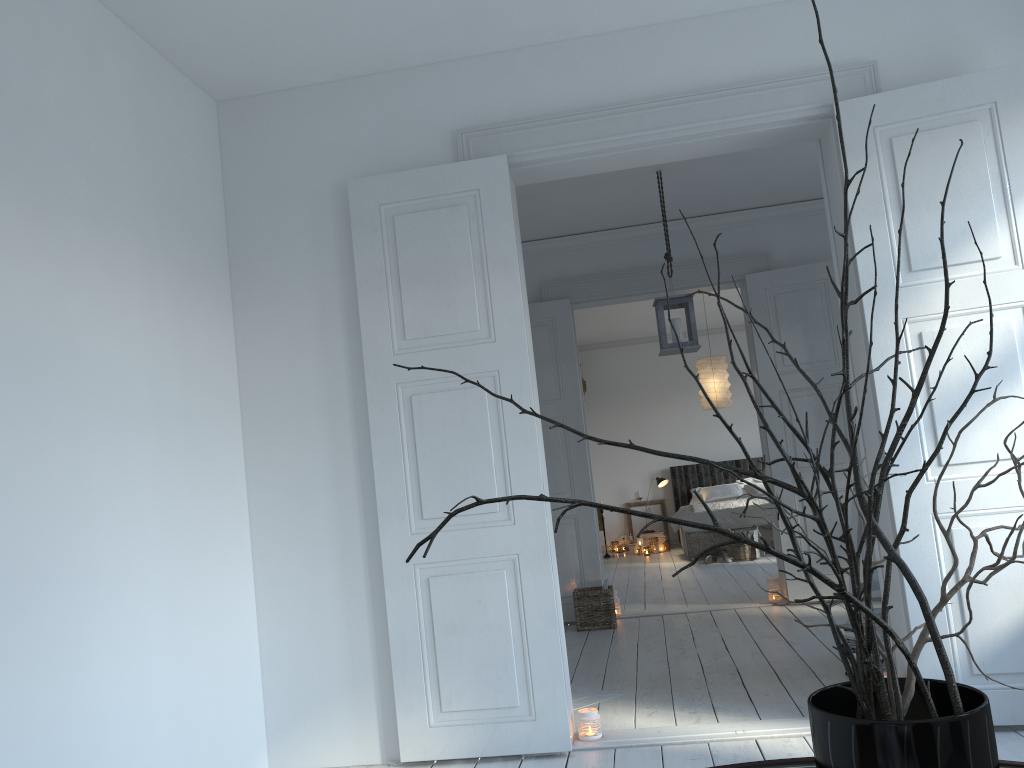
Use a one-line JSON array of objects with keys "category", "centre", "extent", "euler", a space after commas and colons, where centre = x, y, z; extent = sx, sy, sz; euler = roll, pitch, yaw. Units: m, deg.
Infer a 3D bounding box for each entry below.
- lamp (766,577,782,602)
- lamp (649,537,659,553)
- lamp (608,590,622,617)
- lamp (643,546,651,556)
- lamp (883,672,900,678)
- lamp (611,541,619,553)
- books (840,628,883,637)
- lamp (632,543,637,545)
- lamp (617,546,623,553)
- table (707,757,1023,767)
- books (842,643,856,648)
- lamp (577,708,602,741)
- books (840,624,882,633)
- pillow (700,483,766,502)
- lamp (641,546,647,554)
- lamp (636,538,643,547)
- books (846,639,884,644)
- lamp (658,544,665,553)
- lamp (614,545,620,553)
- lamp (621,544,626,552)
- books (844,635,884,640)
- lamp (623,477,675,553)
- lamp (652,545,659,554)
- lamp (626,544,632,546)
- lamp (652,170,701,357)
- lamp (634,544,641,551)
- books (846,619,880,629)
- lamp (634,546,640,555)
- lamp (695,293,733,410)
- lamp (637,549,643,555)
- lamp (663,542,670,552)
[{"category": "lamp", "centre": [1.869, 1.468, 6.324], "extent": [0.089, 0.166, 0.089], "euler": [-6, -6, 0]}, {"category": "lamp", "centre": [1.793, 2.028, 11.168], "extent": [0.121, 0.188, 0.117], "euler": [-1, -7, -39]}, {"category": "lamp", "centre": [0.744, 1.602, 6.470], "extent": [0.093, 0.179, 0.093], "euler": [-5, -6, -9]}, {"category": "lamp", "centre": [1.654, 2.051, 10.878], "extent": [0.081, 0.106, 0.081], "euler": [-5, -6, -16]}, {"category": "lamp", "centre": [1.436, 1.176, 3.338], "extent": [0.089, 0.165, 0.089], "euler": [-7, -6, 7]}, {"category": "lamp", "centre": [1.381, 2.174, 11.846], "extent": [0.107, 0.140, 0.108], "euler": [-4, -6, -20]}, {"category": "books", "centre": [1.622, 1.143, 4.096], "extent": [0.128, 0.026, 0.200], "euler": [-4, -7, -20]}, {"category": "lamp", "centre": [1.627, 2.150, 11.685], "extent": [0.080, 0.098, 0.081], "euler": [-2, -7, -36]}, {"category": "lamp", "centre": [1.412, 2.171, 11.632], "extent": [0.063, 0.091, 0.073], "euler": [-11, -8, 40]}, {"category": "table", "centre": [0.448, 0.846, 0.906], "extent": [1.300, 0.502, 1.302], "euler": [-6, -6, -2]}, {"category": "books", "centre": [1.630, 1.196, 4.080], "extent": [0.128, 0.016, 0.179], "euler": [-1, -8, -39]}, {"category": "lamp", "centre": [0.305, 1.346, 3.505], "extent": [0.094, 0.110, 0.093], "euler": [-9, -6, 25]}, {"category": "books", "centre": [1.626, 1.121, 4.094], "extent": [0.132, 0.017, 0.187], "euler": [-4, -7, -19]}, {"category": "pillow", "centre": [2.915, 1.343, 11.028], "extent": [1.146, 0.225, 0.416], "euler": [-6, -6, 1]}, {"category": "lamp", "centre": [1.659, 2.081, 11.110], "extent": [0.081, 0.098, 0.080], "euler": [-11, -8, 42]}, {"category": "lamp", "centre": [1.607, 1.989, 11.130], "extent": [0.080, 0.098, 0.081], "euler": [-1, -7, -39]}, {"category": "books", "centre": [1.633, 1.179, 4.083], "extent": [0.128, 0.016, 0.177], "euler": [-3, -7, -25]}, {"category": "lamp", "centre": [1.869, 2.057, 11.097], "extent": [0.081, 0.098, 0.080], "euler": [-11, -8, 42]}, {"category": "lamp", "centre": [1.397, 2.182, 11.746], "extent": [0.080, 0.098, 0.081], "euler": [-4, -6, -21]}, {"category": "lamp", "centre": [1.480, 2.169, 11.713], "extent": [0.080, 0.098, 0.081], "euler": [-4, -6, -21]}, {"category": "books", "centre": [1.632, 1.163, 4.087], "extent": [0.128, 0.016, 0.181], "euler": [-4, -7, -21]}, {"category": "lamp", "centre": [1.719, 1.701, 11.534], "extent": [0.826, 0.934, 0.450], "euler": [-9, -6, 25]}, {"category": "lamp", "centre": [1.794, 2.060, 11.051], "extent": [0.081, 0.098, 0.080], "euler": [-11, -8, 42]}, {"category": "lamp", "centre": [1.544, 2.155, 11.654], "extent": [0.080, 0.098, 0.081], "euler": [-4, -6, -21]}, {"category": "lamp", "centre": [0.895, -1.061, 5.317], "extent": [0.228, 1.759, 0.229], "euler": [-7, -5, 5]}, {"category": "lamp", "centre": [1.638, 2.134, 11.554], "extent": [0.080, 0.098, 0.081], "euler": [-4, -6, -21]}, {"category": "books", "centre": [1.631, 1.103, 4.082], "extent": [0.111, 0.014, 0.157], "euler": [-5, -7, -13]}, {"category": "lamp", "centre": [1.572, 2.092, 11.128], "extent": [0.081, 0.098, 0.080], "euler": [-11, -8, 42]}, {"category": "lamp", "centre": [2.048, -0.356, 9.195], "extent": [0.339, 1.229, 0.340], "euler": [-11, -7, 39]}, {"category": "lamp", "centre": [1.587, 2.089, 11.022], "extent": [0.070, 0.078, 0.067], "euler": [-1, -8, -40]}, {"category": "lamp", "centre": [1.945, 2.051, 11.154], "extent": [0.080, 0.107, 0.081], "euler": [-4, -6, -20]}]
